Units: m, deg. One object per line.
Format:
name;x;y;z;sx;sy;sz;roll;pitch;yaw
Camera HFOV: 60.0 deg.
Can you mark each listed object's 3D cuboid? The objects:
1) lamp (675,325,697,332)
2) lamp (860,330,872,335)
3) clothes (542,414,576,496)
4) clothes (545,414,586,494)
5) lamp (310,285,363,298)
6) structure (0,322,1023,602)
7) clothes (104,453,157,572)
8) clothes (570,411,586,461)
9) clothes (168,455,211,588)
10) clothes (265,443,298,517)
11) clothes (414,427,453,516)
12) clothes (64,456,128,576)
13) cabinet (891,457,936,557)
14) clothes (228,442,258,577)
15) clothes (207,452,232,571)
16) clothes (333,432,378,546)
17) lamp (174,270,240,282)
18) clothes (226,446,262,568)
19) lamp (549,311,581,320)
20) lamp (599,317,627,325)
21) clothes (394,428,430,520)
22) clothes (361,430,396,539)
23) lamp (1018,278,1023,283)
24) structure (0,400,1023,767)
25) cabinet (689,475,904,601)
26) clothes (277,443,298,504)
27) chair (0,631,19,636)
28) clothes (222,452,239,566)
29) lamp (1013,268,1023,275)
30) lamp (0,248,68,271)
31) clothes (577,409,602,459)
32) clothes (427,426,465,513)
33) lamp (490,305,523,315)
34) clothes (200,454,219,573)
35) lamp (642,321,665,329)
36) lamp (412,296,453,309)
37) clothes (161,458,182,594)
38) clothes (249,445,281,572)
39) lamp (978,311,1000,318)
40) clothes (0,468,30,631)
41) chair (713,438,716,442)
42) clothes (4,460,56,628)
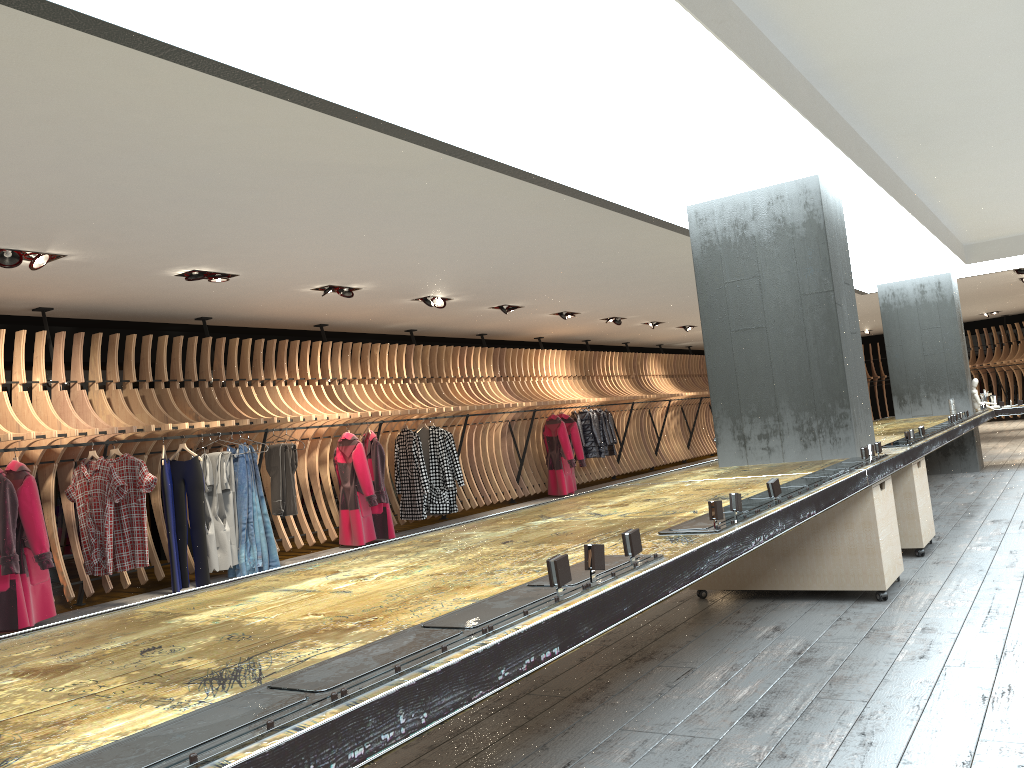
lamp;3.371;-1.140;17.135;0.269;0.299;0.493;-9;-4;32
lamp;9.411;-1.447;23.825;0.492;0.293;0.269;-7;-4;6
clothes;0.762;1.141;14.419;0.321;1.313;0.838;-4;-4;-28
clothes;0.854;1.151;14.691;0.839;1.318;0.318;-9;-5;40
lamp;-1.799;-1.013;9.083;0.269;0.285;0.493;-9;-4;32
structure;4.316;-0.202;7.970;14.864;2.443;36.556;-8;-4;33
clothes;-3.455;1.134;7.835;0.759;1.031;0.179;-7;-4;18
clothes;1.112;0.874;14.985;0.166;0.855;0.744;-5;-4;-13
clothes;-3.074;1.365;8.430;0.538;1.354;0.087;-9;-5;32
clothes;-2.458;1.020;9.391;0.278;0.768;0.263;-10;-5;40
clothes;-1.120;1.134;11.509;0.772;1.162;0.191;-9;-5;33
clothes;-3.588;1.142;7.656;0.759;1.021;0.188;-9;-5;33
cabinet;2.411;0.908;6.492;1.130;0.631;0.593;-8;-4;32
clothes;-2.747;1.369;8.887;0.276;1.544;0.316;-9;-5;31
clothes;-2.880;1.241;8.674;0.277;1.142;0.172;-10;-5;40
clothes;-1.837;1.211;10.369;0.321;1.313;0.838;-3;-5;-38
lamp;-2.660;-0.985;7.740;0.269;0.296;0.493;-9;-4;32
clothes;-2.711;1.259;9.038;0.277;1.293;0.316;-6;-4;-4
lamp;0.786;-1.075;13.109;0.269;0.296;0.493;-9;-4;32
lamp;1.648;-1.098;14.451;0.269;0.294;0.493;-9;-4;32
clothes;-1.266;1.137;11.256;0.191;1.162;0.771;-3;-5;-37
clothes;-1.682;1.207;10.613;0.321;1.313;0.838;-4;-4;-28
lamp;8.831;-1.853;15.181;0.269;0.284;0.493;-9;-4;32
structure;2.759;0.635;4.133;4.830;0.845;18.476;-8;-4;33
cabinet;1.680;0.927;5.354;1.130;0.631;0.593;-8;-4;32
clothes;-2.467;1.026;9.604;0.255;0.777;0.336;-3;-5;-42
chair;-1.623;1.018;2.440;0.667;0.860;0.693;-8;-4;29
clothes;-2.869;1.248;8.794;0.273;1.144;0.169;-6;-4;-10
lamp;7.970;-1.826;13.838;0.269;0.295;0.493;-9;-4;32
lamp;-3.521;-0.960;6.398;0.269;0.301;0.493;-9;-4;32
clothes;1.284;0.853;15.206;0.501;0.855;0.244;-7;-4;17
clothes;-0.987;1.129;11.691;0.772;1.162;0.191;-8;-4;23
lamp;-0.075;-1.053;11.767;0.269;0.295;0.493;-9;-4;32
clothes;-2.948;1.246;8.591;0.170;1.144;0.272;-4;-4;-25
lamp;2.510;-1.116;15.793;0.269;0.302;0.493;-9;-4;32
lamp;-0.937;-1.032;10.425;0.269;0.291;0.493;-9;-4;32
clothes;-3.169;1.366;8.249;0.087;1.354;0.538;-5;-4;-18
clothes;-2.572;1.369;9.122;0.372;1.538;0.312;-10;-6;44
lamp;11.925;-1.815;22.112;0.269;0.295;0.492;-4;-4;-30
clothes;-4.074;1.266;6.887;0.839;1.313;0.321;-9;-5;31
chair;2.348;0.919;8.711;0.667;0.860;0.693;-7;-4;9
clothes;-3.917;1.261;7.131;0.838;1.313;0.321;-10;-5;41
